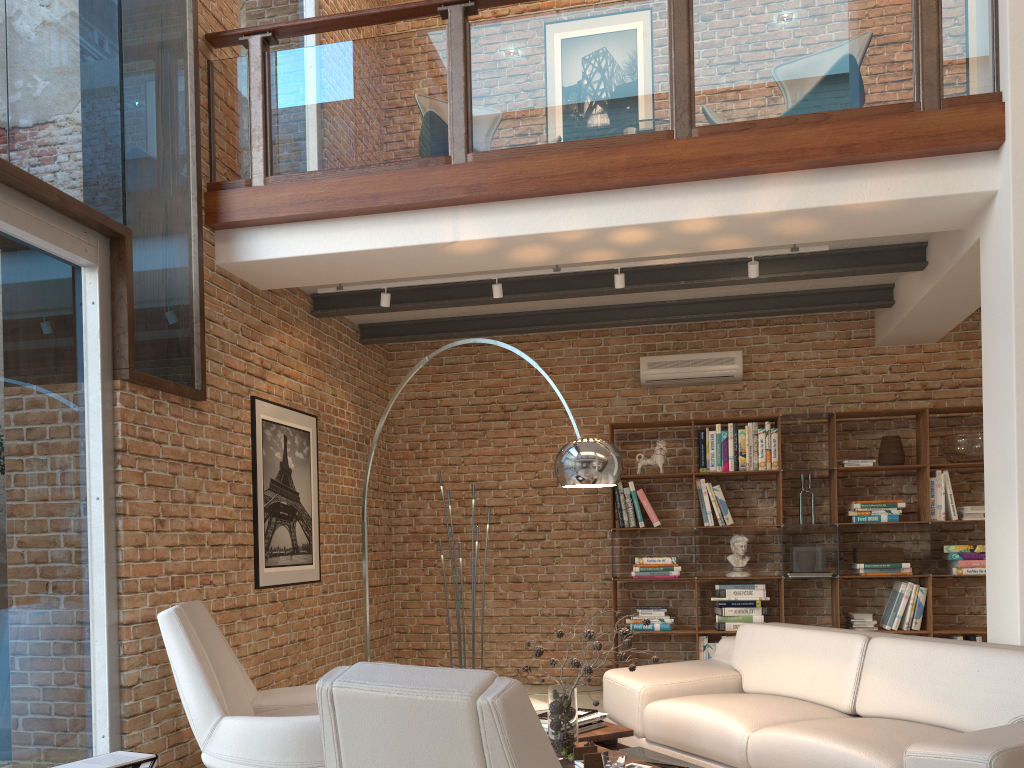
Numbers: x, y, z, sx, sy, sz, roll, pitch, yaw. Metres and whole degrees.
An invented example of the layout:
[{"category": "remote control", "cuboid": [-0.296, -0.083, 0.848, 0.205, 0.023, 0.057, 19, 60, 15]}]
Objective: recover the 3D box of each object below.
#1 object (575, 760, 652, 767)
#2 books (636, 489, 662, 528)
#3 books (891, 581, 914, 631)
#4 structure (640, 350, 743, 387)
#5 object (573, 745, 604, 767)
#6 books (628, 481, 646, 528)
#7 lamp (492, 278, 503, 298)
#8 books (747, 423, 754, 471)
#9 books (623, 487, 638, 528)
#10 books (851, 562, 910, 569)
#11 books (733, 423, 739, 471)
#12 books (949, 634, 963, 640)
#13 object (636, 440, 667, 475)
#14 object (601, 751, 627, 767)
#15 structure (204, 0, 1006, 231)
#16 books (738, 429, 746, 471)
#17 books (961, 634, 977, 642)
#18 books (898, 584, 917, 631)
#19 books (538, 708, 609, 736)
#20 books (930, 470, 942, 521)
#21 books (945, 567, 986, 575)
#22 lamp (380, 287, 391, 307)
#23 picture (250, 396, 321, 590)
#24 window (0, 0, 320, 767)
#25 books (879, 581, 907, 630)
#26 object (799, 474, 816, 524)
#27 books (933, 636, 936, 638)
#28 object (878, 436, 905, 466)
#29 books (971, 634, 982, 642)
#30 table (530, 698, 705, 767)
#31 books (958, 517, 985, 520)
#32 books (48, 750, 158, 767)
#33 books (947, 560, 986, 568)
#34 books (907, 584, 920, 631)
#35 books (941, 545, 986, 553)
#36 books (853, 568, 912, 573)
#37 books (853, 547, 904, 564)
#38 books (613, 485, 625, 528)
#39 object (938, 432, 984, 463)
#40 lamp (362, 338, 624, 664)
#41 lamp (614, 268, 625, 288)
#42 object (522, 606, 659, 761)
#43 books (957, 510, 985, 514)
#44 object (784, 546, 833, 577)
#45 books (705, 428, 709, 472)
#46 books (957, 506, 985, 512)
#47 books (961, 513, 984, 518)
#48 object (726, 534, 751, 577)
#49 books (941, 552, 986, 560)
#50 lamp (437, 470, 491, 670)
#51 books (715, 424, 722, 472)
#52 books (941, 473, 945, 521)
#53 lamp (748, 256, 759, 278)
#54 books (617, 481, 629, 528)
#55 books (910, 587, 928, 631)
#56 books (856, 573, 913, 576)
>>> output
[{"category": "object", "cuboid": [0.398, 1.407, 3.177, 0.271, 0.034, 0.253, 2, -11, -16]}, {"category": "books", "cuboid": [1.121, 1.019, 7.135, 0.195, 0.315, 0.257, -2, -4, 12]}, {"category": "books", "cuboid": [2.988, 1.706, 6.724, 0.161, 0.369, 0.246, -2, -3, 12]}, {"category": "structure", "cuboid": [1.467, -0.120, 7.151, 0.814, 0.217, 0.202, -3, -5, 12]}, {"category": "object", "cuboid": [0.291, 1.394, 3.225, 0.094, 0.081, 0.116, 0, -7, -16]}, {"category": "books", "cuboid": [1.026, 0.990, 7.131, 0.121, 0.377, 0.246, -1, -3, 12]}, {"category": "lamp", "cuboid": [-0.089, -0.584, 5.340, 0.061, 0.119, 0.087, -2, -3, 14]}, {"category": "books", "cuboid": [1.900, 0.515, 6.963, 0.036, 0.379, 0.246, -1, -3, 12]}, {"category": "books", "cuboid": [0.978, 1.022, 7.173, 0.102, 0.330, 0.257, -1, -4, 12]}, {"category": "books", "cuboid": [2.845, 1.403, 6.742, 0.380, 0.036, 0.248, -3, -10, 10]}, {"category": "books", "cuboid": [1.785, 0.519, 6.973, 0.036, 0.379, 0.246, -1, -3, 12]}, {"category": "books", "cuboid": [3.403, 2.102, 6.647, 0.069, 0.381, 0.246, -1, -3, 12]}, {"category": "object", "cuboid": [1.131, 0.592, 7.053, 0.252, 0.280, 0.131, -3, -2, 20]}, {"category": "object", "cuboid": [0.364, 1.357, 3.099, 0.091, 0.084, 0.092, 2, -6, -29]}, {"category": "structure", "cuboid": [2.267, -0.871, 0.020, 10.168, 4.082, 14.059, -3, -10, 11]}, {"category": "books", "cuboid": [1.828, 0.541, 6.949, 0.056, 0.326, 0.257, -1, -4, 12]}, {"category": "books", "cuboid": [3.494, 2.097, 6.633, 0.069, 0.381, 0.246, -1, -3, 12]}, {"category": "books", "cuboid": [3.042, 1.713, 6.723, 0.098, 0.351, 0.274, -1, -4, 12]}, {"category": "books", "cuboid": [0.217, 1.531, 3.951, 0.252, 0.073, 0.403, -10, -13, 43]}, {"category": "books", "cuboid": [3.233, 0.858, 6.665, 0.036, 0.379, 0.246, -1, -3, 12]}, {"category": "books", "cuboid": [3.497, 1.418, 6.625, 0.327, 0.055, 0.258, -4, -10, 14]}, {"category": "lamp", "cuboid": [-0.796, -0.538, 5.485, 0.059, 0.127, 0.087, -1, -3, -18]}, {"category": "picture", "cuboid": [-1.480, 0.743, 5.770, 0.027, 1.182, 0.921, -1, -4, 12]}, {"category": "window", "cuboid": [-2.912, -1.759, 0.567, 0.648, 6.306, 12.511, -1, -8, 12]}, {"category": "books", "cuboid": [2.952, 1.713, 6.755, 0.163, 0.368, 0.246, -2, -3, 12]}, {"category": "object", "cuboid": [2.303, 0.900, 6.811, 0.122, 0.395, 0.062, -1, 0, 14]}, {"category": "books", "cuboid": [3.270, 2.125, 6.689, 0.051, 0.355, 0.274, -1, -4, 12]}, {"category": "object", "cuboid": [2.904, 0.518, 6.676, 0.194, 0.230, 0.195, 1, -5, -31]}, {"category": "books", "cuboid": [3.528, 2.093, 6.615, 0.069, 0.381, 0.246, -1, -3, 12]}, {"category": "table", "cuboid": [-0.057, 1.647, 3.407, 1.973, 0.423, 2.237, 4, -11, -27]}, {"category": "books", "cuboid": [3.502, 1.026, 6.622, 0.171, 0.018, 0.239, -5, -11, 19]}, {"category": "books", "cuboid": [-1.286, 1.210, 2.647, 0.389, 0.078, 0.578, 0, -10, -4]}, {"category": "books", "cuboid": [3.521, 1.361, 6.619, 0.327, 0.055, 0.259, -2, -10, 7]}, {"category": "books", "cuboid": [3.064, 1.716, 6.727, 0.098, 0.351, 0.274, -1, -4, 12]}, {"category": "books", "cuboid": [3.460, 1.255, 6.642, 0.328, 0.055, 0.258, -5, -11, 21]}, {"category": "books", "cuboid": [2.867, 1.445, 6.773, 0.380, 0.036, 0.248, -2, -10, 7]}, {"category": "books", "cuboid": [2.835, 1.328, 6.752, 0.336, 0.117, 0.216, -3, -8, 12]}, {"category": "books", "cuboid": [0.885, 0.997, 7.165, 0.091, 0.380, 0.246, -1, -3, 12]}, {"category": "object", "cuboid": [3.474, 0.498, 6.601, 0.437, 0.216, 0.443, 5, -10, -36]}, {"category": "lamp", "cuboid": [-0.207, 0.928, 4.659, 0.319, 2.324, 2.048, -1, -3, -42]}, {"category": "lamp", "cuboid": [0.640, -0.623, 5.188, 0.061, 0.127, 0.087, -2, -3, 14]}, {"category": "object", "cuboid": [0.335, 1.179, 3.478, 0.542, 0.601, 0.319, 0, -2, -17]}, {"category": "books", "cuboid": [3.499, 0.972, 6.612, 0.171, 0.018, 0.240, -4, -11, 14]}, {"category": "object", "cuboid": [2.316, 1.391, 6.833, 0.336, 0.230, 0.287, -3, -6, 12]}, {"category": "books", "cuboid": [1.575, 0.546, 7.026, 0.021, 0.355, 0.274, -1, -4, 12]}, {"category": "books", "cuboid": [3.490, 0.945, 6.609, 0.132, 0.033, 0.209, -1, -10, 2]}, {"category": "books", "cuboid": [3.491, 0.998, 6.610, 0.133, 0.033, 0.208, -5, -11, 21]}, {"category": "object", "cuboid": [1.807, 1.369, 6.966, 0.197, 0.346, 0.195, -2, -3, 27]}, {"category": "books", "cuboid": [3.478, 1.310, 6.639, 0.327, 0.055, 0.258, -3, -10, 12]}, {"category": "lamp", "cuboid": [-0.368, 1.573, 6.745, 0.418, 1.802, 0.200, -1, 0, -18]}, {"category": "books", "cuboid": [1.656, 0.526, 6.995, 0.036, 0.379, 0.246, -1, -3, 12]}, {"category": "books", "cuboid": [3.264, 0.872, 6.669, 0.021, 0.355, 0.274, -1, -4, 12]}, {"category": "lamp", "cuboid": [1.395, -0.672, 5.040, 0.061, 0.114, 0.095, -2, -4, 18]}, {"category": "books", "cuboid": [0.923, 0.996, 7.165, 0.091, 0.380, 0.246, -1, -3, 12]}, {"category": "books", "cuboid": [3.105, 1.719, 6.704, 0.116, 0.330, 0.257, -1, -4, 12]}, {"category": "books", "cuboid": [2.878, 1.470, 6.756, 0.356, 0.020, 0.276, -3, -10, 10]}]
